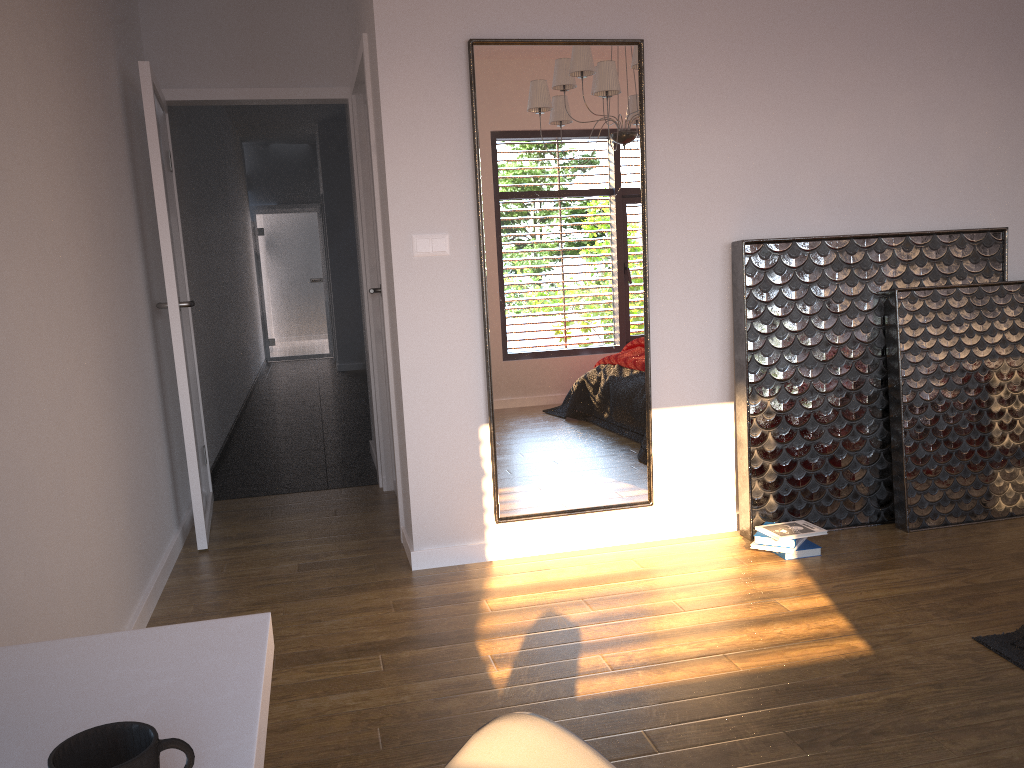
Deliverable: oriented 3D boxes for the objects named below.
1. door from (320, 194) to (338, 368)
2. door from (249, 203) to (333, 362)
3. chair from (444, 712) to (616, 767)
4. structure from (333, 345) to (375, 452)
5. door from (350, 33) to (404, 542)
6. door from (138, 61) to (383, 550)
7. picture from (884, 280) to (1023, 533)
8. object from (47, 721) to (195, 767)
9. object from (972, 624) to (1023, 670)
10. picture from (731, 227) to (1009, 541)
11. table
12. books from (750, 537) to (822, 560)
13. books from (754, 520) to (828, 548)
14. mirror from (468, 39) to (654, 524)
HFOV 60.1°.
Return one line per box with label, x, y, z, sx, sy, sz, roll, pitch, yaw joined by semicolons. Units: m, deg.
door;-2.289;-1.308;11.403;0.162;2.150;1.024;-5;10;-12
door;-3.034;-1.392;12.294;1.032;2.150;0.161;-5;11;-12
chair;-0.179;0.711;0.553;0.584;0.880;0.545;-7;11;-24
structure;0.444;-0.439;8.868;4.230;8.390;8.390;-5;10;-12
door;-0.583;-0.415;4.248;0.162;2.150;1.024;-5;10;-12
door;-1.165;-0.394;4.327;1.032;2.150;0.990;-5;10;-12
picture;2.115;0.076;3.835;1.024;1.037;0.208;-5;11;-12
object;-0.548;0.286;0.752;0.493;0.192;0.288;3;10;34
object;2.191;0.603;1.561;1.121;0.573;2.486;-5;8;-12
picture;1.560;-0.009;3.812;1.247;1.264;0.170;-5;11;-12
table;-0.404;0.797;0.449;0.558;0.759;1.621;-5;9;-12
books;1.121;0.650;3.577;0.258;0.050;0.268;2;9;32
books;1.087;0.601;3.578;0.270;0.051;0.256;-5;8;-16
mirror;0.214;-0.380;3.525;0.682;1.873;0.064;-5;11;-12
